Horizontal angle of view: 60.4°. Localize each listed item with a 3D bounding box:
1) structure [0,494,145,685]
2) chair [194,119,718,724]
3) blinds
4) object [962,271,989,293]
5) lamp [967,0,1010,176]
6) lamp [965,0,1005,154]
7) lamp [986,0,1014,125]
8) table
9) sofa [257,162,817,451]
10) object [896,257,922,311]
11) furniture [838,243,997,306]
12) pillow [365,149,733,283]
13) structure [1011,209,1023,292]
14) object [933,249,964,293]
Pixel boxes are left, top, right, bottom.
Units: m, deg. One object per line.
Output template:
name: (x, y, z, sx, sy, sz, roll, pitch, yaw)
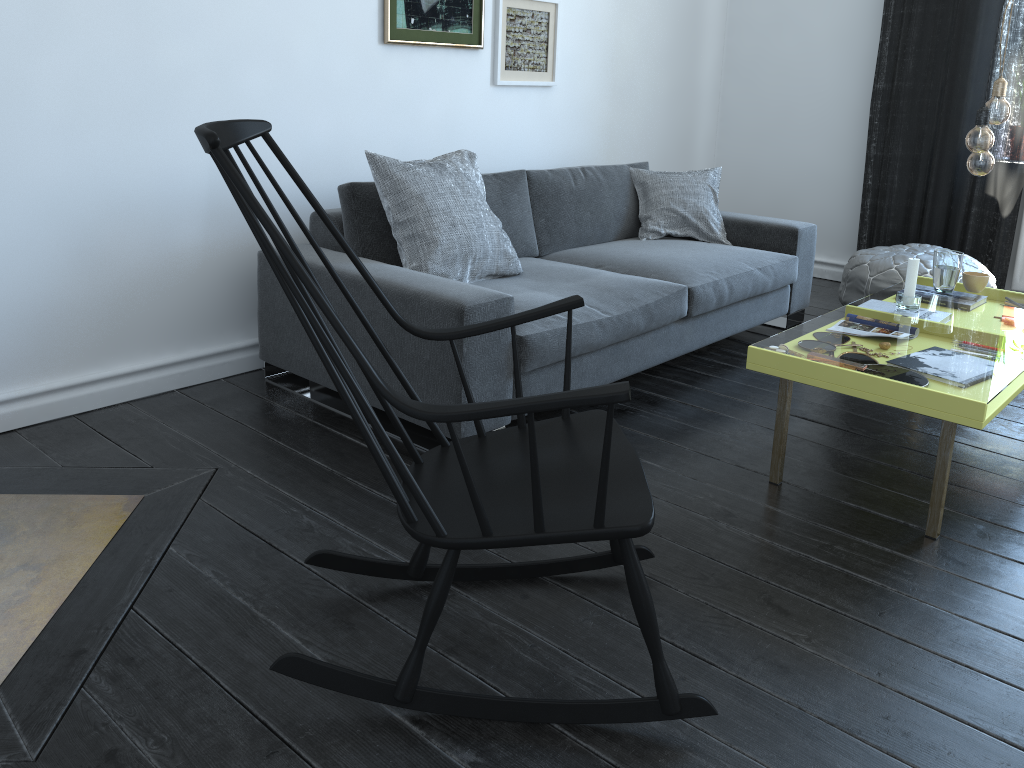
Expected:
structure: (-1.521, -0.967, 1.592, 1.269, 2.814, 0.799, 1, 14, -4)
chair: (-0.093, 0.035, 1.641, 0.905, 0.978, 0.630, 1, 15, -4)
blinds: (2.263, -1.874, 4.439, 0.815, 2.895, 0.114, 13, 17, 39)
object: (1.678, -0.367, 3.194, 0.087, 0.065, 0.089, -4, 18, -20)
lamp: (1.437, -1.334, 2.485, 0.074, 1.457, 0.091, -4, 14, -24)
lamp: (1.382, -1.377, 2.388, 0.086, 1.457, 0.076, 3, 13, 3)
lamp: (1.436, -1.466, 2.410, 0.074, 1.457, 0.076, 2, 13, -2)
table: (1.332, 0.000, 2.784, 0.609, 0.388, 1.422, 16, 23, 38)
sofa: (0.281, -0.494, 3.626, 1.100, 0.703, 2.410, 16, 23, 39)
object: (1.312, -0.332, 2.896, 0.074, 0.169, 0.076, -1, 14, -13)
furniture: (1.957, -0.474, 4.261, 0.690, 0.372, 0.689, 17, 23, 39)
pillow: (0.253, -0.760, 3.690, 2.082, 0.479, 0.486, -16, 24, -42)
structure: (3.030, -0.639, 4.242, 1.081, 0.611, 0.074, 17, 20, 40)
object: (1.563, -0.405, 3.171, 0.097, 0.142, 0.100, 3, 15, 2)
